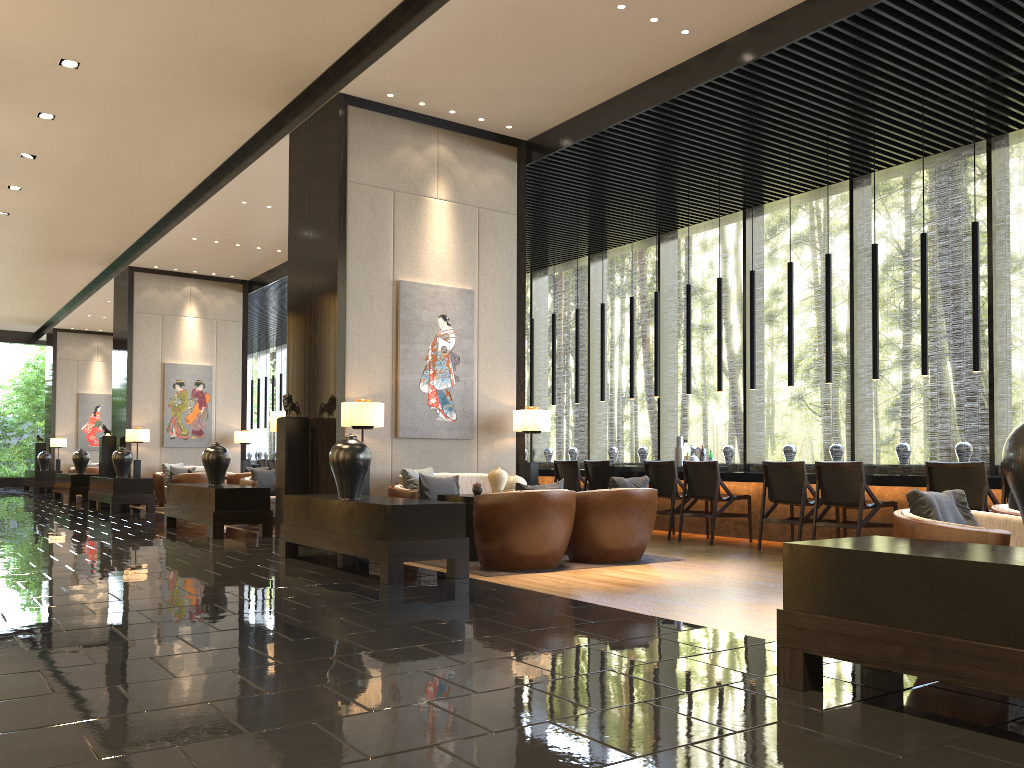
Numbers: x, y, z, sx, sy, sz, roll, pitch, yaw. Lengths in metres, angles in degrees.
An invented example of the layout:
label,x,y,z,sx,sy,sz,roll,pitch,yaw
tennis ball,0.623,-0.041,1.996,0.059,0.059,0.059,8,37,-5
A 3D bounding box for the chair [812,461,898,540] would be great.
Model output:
label,x,y,z,sx,sy,sz,roll,pitch,yaw
chair,2.951,1.081,7.674,0.563,0.825,0.526,2,-3,-35

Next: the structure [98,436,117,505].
label,x,y,z,sx,sy,sz,roll,pitch,yaw
structure,-7.209,1.537,15.775,0.240,1.216,0.240,1,-2,-35

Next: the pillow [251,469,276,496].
label,x,y,z,sx,sy,sz,roll,pitch,yaw
pillow,-3.098,1.252,11.203,0.399,0.361,0.222,3,-3,-34

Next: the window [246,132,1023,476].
label,x,y,z,sx,sy,sz,roll,pitch,yaw
window,-4.885,-0.273,12.146,12.067,4.218,31.937,3,-6,-35

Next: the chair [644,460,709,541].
label,x,y,z,sx,sy,sz,roll,pitch,yaw
chair,1.715,1.229,9.449,0.563,0.825,0.526,2,-3,-35

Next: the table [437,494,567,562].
label,x,y,z,sx,sy,sz,roll,pitch,yaw
table,-0.049,1.214,7.636,1.043,0.516,0.576,3,-5,-35

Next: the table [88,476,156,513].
label,x,y,z,sx,sy,sz,roll,pitch,yaw
table,-6.228,1.739,14.077,0.621,0.512,1.963,3,-5,-35

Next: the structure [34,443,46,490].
label,x,y,z,sx,sy,sz,roll,pitch,yaw
structure,-12.342,2.151,23.146,0.240,1.216,0.240,1,-2,-35

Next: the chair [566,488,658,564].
label,x,y,z,sx,sy,sz,roll,pitch,yaw
chair,0.846,1.138,7.178,0.804,0.603,0.607,3,-4,-35

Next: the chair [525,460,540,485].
label,x,y,z,sx,sy,sz,roll,pitch,yaw
chair,0.228,1.406,11.583,0.563,0.825,0.526,2,-3,-35

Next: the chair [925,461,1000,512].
label,x,y,z,sx,sy,sz,roll,pitch,yaw
chair,3.530,1.012,6.843,0.563,0.825,0.526,2,-3,-35

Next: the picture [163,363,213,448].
label,x,y,z,sx,sy,sz,roll,pitch,yaw
picture,-5.844,0.392,15.990,0.835,1.499,0.037,2,-2,-35

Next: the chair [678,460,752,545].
label,x,y,z,sx,sy,sz,roll,pitch,yaw
chair,2.043,1.189,8.977,0.563,0.825,0.526,2,-3,-35

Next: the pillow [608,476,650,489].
label,x,y,z,sx,sy,sz,roll,pitch,yaw
pillow,0.913,0.914,7.086,0.399,0.361,0.222,3,-3,-34

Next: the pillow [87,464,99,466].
label,x,y,z,sx,sy,sz,roll,pitch,yaw
pillow,-10.900,2.213,22.836,0.472,0.360,0.219,3,-4,-38

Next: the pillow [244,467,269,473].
label,x,y,z,sx,sy,sz,roll,pitch,yaw
pillow,-4.157,1.520,14.367,0.399,0.361,0.222,3,-3,-34

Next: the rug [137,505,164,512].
label,x,y,z,sx,sy,sz,roll,pitch,yaw
rug,-5.074,2.079,14.933,1.960,0.008,2.245,4,-6,-35

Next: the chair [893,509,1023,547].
label,x,y,z,sx,sy,sz,roll,pitch,yaw
chair,2.009,0.857,3.860,0.804,0.603,0.607,3,-4,-35

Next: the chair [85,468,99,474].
label,x,y,z,sx,sy,sz,roll,pitch,yaw
chair,-10.084,2.316,21.375,0.804,0.603,0.607,3,-4,-35

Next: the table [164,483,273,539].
label,x,y,z,sx,sy,sz,roll,pitch,yaw
table,-3.318,1.391,9.899,0.621,0.512,1.963,3,-5,-35

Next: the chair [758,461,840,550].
label,x,y,z,sx,sy,sz,roll,pitch,yaw
chair,2.622,1.120,8.146,0.563,0.825,0.526,2,-3,-35

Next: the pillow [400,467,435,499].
label,x,y,z,sx,sy,sz,roll,pitch,yaw
pillow,-0.843,0.975,8.220,0.201,0.399,0.434,-1,-4,33

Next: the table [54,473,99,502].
label,x,y,z,sx,sy,sz,roll,pitch,yaw
table,-8.437,2.003,17.250,0.621,0.512,1.963,3,-5,-35

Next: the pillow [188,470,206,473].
label,x,y,z,sx,sy,sz,roll,pitch,yaw
pillow,-4.860,1.479,13.875,0.442,0.337,0.205,2,-3,-28

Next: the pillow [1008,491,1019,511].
label,x,y,z,sx,sy,sz,roll,pitch,yaw
pillow,2.647,0.699,4.455,0.442,0.337,0.205,2,-3,-28

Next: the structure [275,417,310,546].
label,x,y,z,sx,sy,sz,roll,pitch,yaw
structure,-2.089,0.925,8.423,0.240,1.216,0.240,1,-2,-35

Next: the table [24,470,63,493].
label,x,y,z,sx,sy,sz,roll,pitch,yaw
table,-11.361,2.353,21.449,0.621,0.512,1.963,3,-5,-35

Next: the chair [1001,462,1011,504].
label,x,y,z,sx,sy,sz,roll,pitch,yaw
chair,3.858,0.972,6.371,0.563,0.825,0.526,2,-3,-35

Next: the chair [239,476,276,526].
label,x,y,z,sx,sy,sz,roll,pitch,yaw
chair,-3.033,1.460,11.100,0.804,0.603,0.607,3,-4,-35

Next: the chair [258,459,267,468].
label,x,y,z,sx,sy,sz,roll,pitch,yaw
chair,-5.347,2.073,19.589,0.563,0.825,0.526,2,-3,-35

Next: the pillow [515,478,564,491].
label,x,y,z,sx,sy,sz,roll,pitch,yaw
pillow,0.210,0.872,6.594,0.442,0.337,0.205,2,-3,-28

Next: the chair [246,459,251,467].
label,x,y,z,sx,sy,sz,roll,pitch,yaw
chair,-5.959,2.146,20.468,0.563,0.825,0.526,2,-3,-35

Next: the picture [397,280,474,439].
label,x,y,z,sx,sy,sz,roll,pitch,yaw
picture,-0.734,-0.219,8.653,0.835,1.499,0.037,2,-2,-35

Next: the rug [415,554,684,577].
label,x,y,z,sx,sy,sz,roll,pitch,yaw
rug,-0.007,1.473,7.657,1.960,0.008,2.245,4,-6,-35

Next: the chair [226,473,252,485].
label,x,y,z,sx,sy,sz,roll,pitch,yaw
chair,-4.224,1.745,14.458,0.804,0.603,0.607,3,-4,-35

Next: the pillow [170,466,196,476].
label,x,y,z,sx,sy,sz,roll,pitch,yaw
pillow,-5.742,1.597,15.430,0.472,0.360,0.219,3,-4,-38

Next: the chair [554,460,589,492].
label,x,y,z,sx,sy,sz,roll,pitch,yaw
chair,0.807,1.337,10.752,0.563,0.825,0.526,2,-3,-35

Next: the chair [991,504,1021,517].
label,x,y,z,sx,sy,sz,roll,pitch,yaw
chair,2.712,0.902,4.349,0.804,0.603,0.607,3,-4,-35

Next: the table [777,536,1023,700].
label,x,y,z,sx,sy,sz,roll,pitch,yaw
table,1.775,0.783,2.587,0.621,0.512,1.963,3,-5,-35

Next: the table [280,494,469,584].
label,x,y,z,sx,sy,sz,roll,pitch,yaw
table,-1.108,1.127,6.726,0.621,0.512,1.963,3,-5,-35

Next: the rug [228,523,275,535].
label,x,y,z,sx,sy,sz,roll,pitch,yaw
rug,-2.135,1.728,10.712,2.043,0.008,2.245,4,-6,-35

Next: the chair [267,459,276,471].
label,x,y,z,sx,sy,sz,roll,pitch,yaw
chair,-5.018,2.034,19.117,0.563,0.825,0.526,2,-3,-35

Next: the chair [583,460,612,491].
label,x,y,z,sx,sy,sz,roll,pitch,yaw
chair,1.136,1.298,10.280,0.563,0.825,0.526,2,-3,-35

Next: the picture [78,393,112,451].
label,x,y,z,sx,sy,sz,roll,pitch,yaw
picture,-10.992,1.008,23.382,0.835,1.499,0.037,2,-2,-35

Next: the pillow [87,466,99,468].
label,x,y,z,sx,sy,sz,roll,pitch,yaw
pillow,-10.018,2.095,21.281,0.442,0.337,0.205,2,-3,-28

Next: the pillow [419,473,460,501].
label,x,y,z,sx,sy,sz,roll,pitch,yaw
pillow,-0.672,0.990,8.150,0.472,0.360,0.219,3,-4,-38

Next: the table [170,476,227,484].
label,x,y,z,sx,sy,sz,roll,pitch,yaw
table,-5.180,1.827,15.005,1.043,0.516,0.576,3,-5,-35

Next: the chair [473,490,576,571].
label,x,y,z,sx,sy,sz,roll,pitch,yaw
chair,0.144,1.093,6.689,0.804,0.603,0.607,3,-4,-35

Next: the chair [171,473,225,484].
label,x,y,z,sx,sy,sz,roll,pitch,yaw
chair,-4.927,1.699,13.969,0.804,0.603,0.607,3,-4,-35

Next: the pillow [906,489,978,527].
label,x,y,z,sx,sy,sz,roll,pitch,yaw
pillow,1.944,0.649,3.964,0.399,0.361,0.222,3,-3,-34

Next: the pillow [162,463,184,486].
label,x,y,z,sx,sy,sz,roll,pitch,yaw
pillow,-5.913,1.581,15.500,0.201,0.399,0.434,-1,-4,33
